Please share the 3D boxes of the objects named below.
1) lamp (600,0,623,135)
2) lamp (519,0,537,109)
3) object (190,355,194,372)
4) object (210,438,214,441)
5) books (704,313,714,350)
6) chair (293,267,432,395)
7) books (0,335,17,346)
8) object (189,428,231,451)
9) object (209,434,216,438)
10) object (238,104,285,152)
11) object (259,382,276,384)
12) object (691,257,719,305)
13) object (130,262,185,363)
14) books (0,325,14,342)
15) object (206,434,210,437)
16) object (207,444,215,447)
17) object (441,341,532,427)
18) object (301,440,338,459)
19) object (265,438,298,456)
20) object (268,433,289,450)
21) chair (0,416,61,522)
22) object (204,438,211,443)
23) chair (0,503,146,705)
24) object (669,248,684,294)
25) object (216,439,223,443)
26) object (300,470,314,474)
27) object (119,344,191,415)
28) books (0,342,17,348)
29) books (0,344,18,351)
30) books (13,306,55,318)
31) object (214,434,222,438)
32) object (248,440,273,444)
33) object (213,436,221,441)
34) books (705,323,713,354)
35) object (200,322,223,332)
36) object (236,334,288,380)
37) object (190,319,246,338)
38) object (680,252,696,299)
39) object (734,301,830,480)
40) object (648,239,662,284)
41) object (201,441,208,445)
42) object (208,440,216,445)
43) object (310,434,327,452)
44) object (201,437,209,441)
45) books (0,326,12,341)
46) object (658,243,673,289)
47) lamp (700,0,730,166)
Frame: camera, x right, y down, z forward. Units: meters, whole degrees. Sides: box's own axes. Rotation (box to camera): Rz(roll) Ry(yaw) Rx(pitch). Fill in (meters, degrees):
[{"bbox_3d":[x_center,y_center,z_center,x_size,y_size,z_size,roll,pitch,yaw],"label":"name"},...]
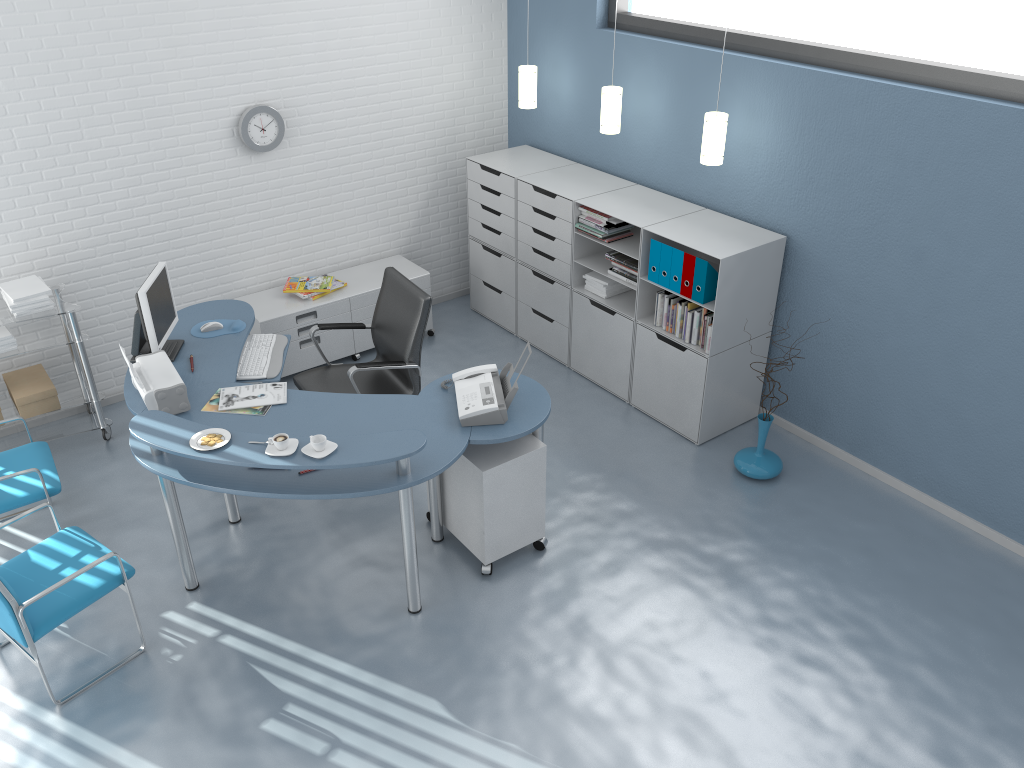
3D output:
[{"bbox_3d":[0.581,-2.275,4.841,0.120,1.786,0.120,6,31,11],"label":"lamp"},{"bbox_3d":[0.100,-2.596,5.394,0.120,1.786,0.120,6,31,11],"label":"lamp"},{"bbox_3d":[-1.575,-0.100,4.366,0.013,0.013,0.178,-10,32,-16],"label":"object"},{"bbox_3d":[-1.194,0.222,3.536,0.027,0.005,0.025,22,37,32],"label":"object"},{"bbox_3d":[1.114,-0.296,4.832,0.157,0.203,0.032,-21,36,-31],"label":"books"},{"bbox_3d":[-0.814,-0.060,4.868,0.652,0.948,0.584,-18,34,-27],"label":"chair"},{"bbox_3d":[-2.774,-0.255,4.723,0.190,0.015,0.270,-22,37,-32],"label":"books"},{"bbox_3d":[-1.200,0.224,3.530,0.162,0.011,0.162,3,30,5],"label":"object"},{"bbox_3d":[-1.199,0.207,3.552,0.025,0.005,0.027,4,31,8],"label":"object"},{"bbox_3d":[-1.515,-1.548,5.374,0.279,0.277,0.041,-21,36,-31],"label":"object"},{"bbox_3d":[-1.645,0.040,5.224,0.471,0.422,0.199,-1,30,-2],"label":"object"},{"bbox_3d":[1.063,-0.573,4.735,0.181,0.247,0.082,-21,36,-31],"label":"object"},{"bbox_3d":[-1.788,-0.338,4.374,0.212,0.417,0.365,-2,30,-3],"label":"object"},{"bbox_3d":[-2.780,-0.270,4.720,0.190,0.015,0.270,-20,36,-30],"label":"books"},{"bbox_3d":[-1.211,0.207,3.560,0.027,0.005,0.025,11,32,18],"label":"object"},{"bbox_3d":[-1.190,0.238,3.508,0.025,0.005,0.027,13,33,21],"label":"object"},{"bbox_3d":[-0.118,-0.042,3.991,0.399,0.280,0.405,-4,31,-6],"label":"object"},{"bbox_3d":[-0.753,0.255,3.473,0.119,0.016,0.119,17,35,27],"label":"object"},{"bbox_3d":[-0.902,0.251,3.482,0.119,0.016,0.119,0,30,1],"label":"object"},{"bbox_3d":[-0.908,0.227,3.474,0.078,0.049,0.062,25,39,36],"label":"object"},{"bbox_3d":[-2.444,0.488,4.186,0.543,0.707,0.542,-18,35,-27],"label":"chair"},{"bbox_3d":[-1.210,0.222,3.526,0.025,0.005,0.027,-18,35,-27],"label":"object"},{"bbox_3d":[-1.893,0.826,3.603,0.542,0.707,0.543,21,37,32],"label":"chair"},{"bbox_3d":[0.963,-0.640,4.851,0.181,0.247,0.082,-21,36,-31],"label":"object"},{"bbox_3d":[-1.165,0.226,3.528,0.025,0.005,0.027,24,38,36],"label":"object"},{"bbox_3d":[-0.766,0.335,3.619,0.200,0.010,0.011,-15,33,-23],"label":"object"},{"bbox_3d":[-1.627,-0.048,4.020,0.197,0.273,0.392,-18,35,-27],"label":"object"},{"bbox_3d":[-2.777,-0.245,4.735,0.190,0.015,0.270,-21,36,-31],"label":"books"},{"bbox_3d":[-2.781,-0.228,4.736,0.190,0.015,0.270,-24,38,-34],"label":"books"},{"bbox_3d":[-2.593,-0.433,4.765,0.190,0.015,0.270,-21,36,-31],"label":"books"},{"bbox_3d":[-1.178,0.210,3.555,0.027,0.005,0.025,10,32,17],"label":"object"},{"bbox_3d":[-0.991,0.228,3.513,0.119,0.021,0.025,5,31,9],"label":"object"},{"bbox_3d":[-1.176,0.218,3.533,0.027,0.005,0.025,26,39,37],"label":"object"},{"bbox_3d":[1.124,-0.263,4.814,0.178,0.163,0.032,-21,36,-31],"label":"books"},{"bbox_3d":[-1.590,-0.308,4.693,0.115,0.035,0.054,-15,33,-23],"label":"object"},{"bbox_3d":[-1.314,-0.148,4.566,0.276,0.028,0.478,-3,30,-5],"label":"object"},{"bbox_3d":[-1.564,-0.312,4.715,0.285,0.026,0.213,-13,33,-20],"label":"object"},{"bbox_3d":[1.013,-0.606,4.793,0.181,0.247,0.082,-21,36,-31],"label":"object"},{"bbox_3d":[1.367,0.073,4.600,0.357,0.972,0.312,15,34,24],"label":"object"},{"bbox_3d":[0.862,-0.707,4.966,0.181,0.247,0.082,-21,36,-31],"label":"object"},{"bbox_3d":[-1.218,0.234,3.515,0.027,0.005,0.025,0,30,0],"label":"object"},{"bbox_3d":[-1.187,0.233,3.508,0.025,0.005,0.027,18,35,28],"label":"object"},{"bbox_3d":[-0.755,0.231,3.468,0.062,0.049,0.078,-8,31,-13],"label":"object"},{"bbox_3d":[-1.227,0.219,3.541,0.027,0.005,0.025,2,30,4],"label":"object"},{"bbox_3d":[-2.784,-0.272,4.694,0.190,0.015,0.270,-23,37,-34],"label":"books"},{"bbox_3d":[0.912,-0.674,4.908,0.181,0.247,0.082,-21,36,-31],"label":"object"},{"bbox_3d":[1.062,-1.954,4.289,0.120,1.786,0.120,6,31,11],"label":"lamp"}]
